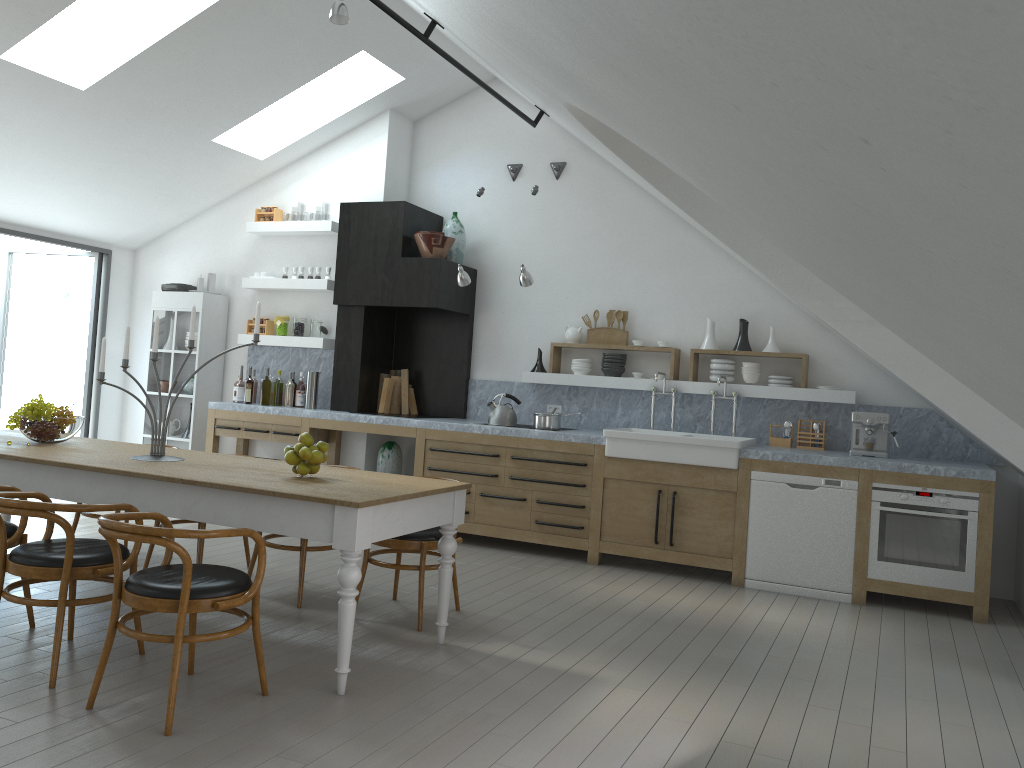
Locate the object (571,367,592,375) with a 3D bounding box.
[{"bbox_3d":[0.598,-0.107,7.633,0.181,0.064,0.181,4,0,-44],"label":"object"}]

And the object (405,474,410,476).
[{"bbox_3d":[-0.776,0.955,8.130,0.268,0.197,0.456,4,0,-32],"label":"object"}]

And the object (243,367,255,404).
[{"bbox_3d":[-2.438,0.020,8.219,0.093,0.359,0.092,5,-2,-32],"label":"object"}]

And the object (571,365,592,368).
[{"bbox_3d":[0.598,-0.129,7.634,0.181,0.065,0.181,4,0,-29],"label":"object"}]

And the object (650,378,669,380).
[{"bbox_3d":[1.232,-0.036,7.376,0.164,0.012,0.163,4,0,41],"label":"object"}]

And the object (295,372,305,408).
[{"bbox_3d":[-1.959,0.057,8.215,0.081,0.330,0.081,5,-2,-39],"label":"object"}]

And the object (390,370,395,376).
[{"bbox_3d":[-1.140,0.081,8.367,0.068,0.425,0.088,2,-2,38],"label":"object"}]

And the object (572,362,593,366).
[{"bbox_3d":[0.603,-0.152,7.634,0.181,0.069,0.181,4,0,41],"label":"object"}]

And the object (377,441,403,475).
[{"bbox_3d":[-1.123,0.773,8.118,0.230,0.499,0.231,4,-2,-25],"label":"object"}]

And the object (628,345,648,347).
[{"bbox_3d":[1.060,-0.316,7.468,0.164,0.012,0.163,4,0,41],"label":"object"}]

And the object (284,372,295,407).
[{"bbox_3d":[-2.044,0.053,8.145,0.085,0.331,0.085,3,-2,32],"label":"object"}]

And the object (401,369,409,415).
[{"bbox_3d":[-0.975,0.074,8.182,0.078,0.428,0.148,5,-2,-31],"label":"object"}]

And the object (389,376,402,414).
[{"bbox_3d":[-1.085,0.109,8.196,0.072,0.367,0.130,2,-2,42],"label":"object"}]

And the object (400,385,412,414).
[{"bbox_3d":[-0.996,0.151,8.293,0.105,0.296,0.110,4,-2,-1],"label":"object"}]

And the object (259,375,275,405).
[{"bbox_3d":[-2.283,0.055,8.345,0.183,0.286,0.184,5,-2,-42],"label":"object"}]

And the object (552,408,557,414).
[{"bbox_3d":[0.305,0.274,7.242,0.051,0.167,0.235,3,-1,19],"label":"object"}]

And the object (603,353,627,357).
[{"bbox_3d":[0.871,-0.222,7.526,0.206,0.080,0.205,4,0,26],"label":"object"}]

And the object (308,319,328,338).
[{"bbox_3d":[-1.800,-0.515,8.224,0.207,0.178,0.103,5,-1,-44],"label":"object"}]

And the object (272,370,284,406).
[{"bbox_3d":[-2.166,0.039,8.221,0.092,0.339,0.092,2,-2,42],"label":"object"}]

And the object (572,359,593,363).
[{"bbox_3d":[0.606,-0.181,7.634,0.181,0.076,0.181,4,0,-29],"label":"object"}]

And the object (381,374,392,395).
[{"bbox_3d":[-1.169,0.091,8.186,0.068,0.367,0.131,2,-2,38],"label":"object"}]

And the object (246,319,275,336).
[{"bbox_3d":[-2.414,-0.539,8.508,0.237,0.146,0.120,4,-1,24],"label":"object"}]

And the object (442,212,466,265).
[{"bbox_3d":[-0.537,-1.324,8.115,0.230,0.504,0.231,4,-2,-25],"label":"object"}]

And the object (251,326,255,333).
[{"bbox_3d":[-2.478,-0.519,8.536,0.058,0.075,0.059,5,-1,-43],"label":"object"}]

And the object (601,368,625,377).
[{"bbox_3d":[0.857,-0.094,7.519,0.206,0.072,0.205,4,0,11],"label":"object"}]

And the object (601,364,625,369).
[{"bbox_3d":[0.858,-0.120,7.520,0.205,0.086,0.205,4,0,-29],"label":"object"}]

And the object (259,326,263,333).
[{"bbox_3d":[-2.417,-0.515,8.509,0.058,0.075,0.059,5,-1,-43],"label":"object"}]

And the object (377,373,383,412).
[{"bbox_3d":[-1.215,0.081,8.222,0.057,0.359,0.074,2,-2,38],"label":"object"}]

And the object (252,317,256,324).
[{"bbox_3d":[-2.473,-0.605,8.539,0.058,0.075,0.059,5,-1,-43],"label":"object"}]

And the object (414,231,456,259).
[{"bbox_3d":[-0.693,-1.199,7.817,0.348,0.237,0.366,3,-1,41],"label":"object"}]

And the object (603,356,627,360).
[{"bbox_3d":[0.870,-0.194,7.523,0.205,0.084,0.205,4,0,-39],"label":"object"}]

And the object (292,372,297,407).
[{"bbox_3d":[-2.051,0.050,8.272,0.085,0.331,0.085,3,-2,32],"label":"object"}]

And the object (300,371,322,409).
[{"bbox_3d":[-1.839,0.056,8.096,0.164,0.340,0.114,3,-2,27],"label":"object"}]

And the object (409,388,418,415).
[{"bbox_3d":[-0.930,0.165,8.243,0.113,0.252,0.057,3,-2,27],"label":"object"}]

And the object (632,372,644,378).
[{"bbox_3d":[1.058,-0.071,7.454,0.098,0.049,0.098,4,0,21],"label":"object"}]

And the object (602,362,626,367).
[{"bbox_3d":[0.860,-0.148,7.515,0.205,0.086,0.205,4,0,-24],"label":"object"}]

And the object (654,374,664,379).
[{"bbox_3d":[1.233,-0.059,7.376,0.098,0.049,0.098,4,0,21],"label":"object"}]

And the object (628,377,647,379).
[{"bbox_3d":[1.056,-0.047,7.453,0.164,0.012,0.163,4,0,41],"label":"object"}]

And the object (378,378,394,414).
[{"bbox_3d":[-1.148,0.110,8.093,0.081,0.336,0.148,3,-2,14],"label":"object"}]

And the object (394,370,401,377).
[{"bbox_3d":[-1.078,0.097,8.329,0.089,0.459,0.110,3,-2,24],"label":"object"}]

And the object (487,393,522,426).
[{"bbox_3d":[-0.073,0.210,7.369,0.246,0.268,0.246,3,-1,34],"label":"object"}]

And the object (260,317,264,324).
[{"bbox_3d":[-2.411,-0.601,8.512,0.058,0.075,0.059,5,-1,-43],"label":"object"}]

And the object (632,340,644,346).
[{"bbox_3d":[1.061,-0.339,7.468,0.098,0.049,0.098,4,0,21],"label":"object"}]

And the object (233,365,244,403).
[{"bbox_3d":[-2.566,0.003,8.370,0.085,0.360,0.088,5,-2,-45],"label":"object"}]

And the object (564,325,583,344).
[{"bbox_3d":[0.533,-0.431,7.712,0.168,0.169,0.174,4,-1,7],"label":"object"}]

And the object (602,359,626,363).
[{"bbox_3d":[0.864,-0.169,7.520,0.206,0.072,0.205,4,0,11],"label":"object"}]

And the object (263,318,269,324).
[{"bbox_3d":[-2.350,-0.597,8.485,0.058,0.075,0.059,5,-1,-43],"label":"object"}]

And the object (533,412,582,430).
[{"bbox_3d":[0.363,0.304,7.179,0.394,0.170,0.232,4,-1,4],"label":"object"}]

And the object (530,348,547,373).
[{"bbox_3d":[0.243,-0.209,7.816,0.156,0.218,0.156,4,-1,5],"label":"object"}]

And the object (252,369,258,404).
[{"bbox_3d":[-2.460,0.025,8.421,0.085,0.331,0.085,3,-2,32],"label":"object"}]

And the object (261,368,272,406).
[{"bbox_3d":[-2.256,0.028,8.143,0.092,0.359,0.092,4,-2,-22],"label":"object"}]

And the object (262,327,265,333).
[{"bbox_3d":[-2.356,-0.511,8.482,0.058,0.075,0.059,5,-1,-43],"label":"object"}]

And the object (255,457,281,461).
[{"bbox_3d":[-2.287,0.737,8.213,0.292,0.102,0.104,4,-1,21],"label":"object"}]
